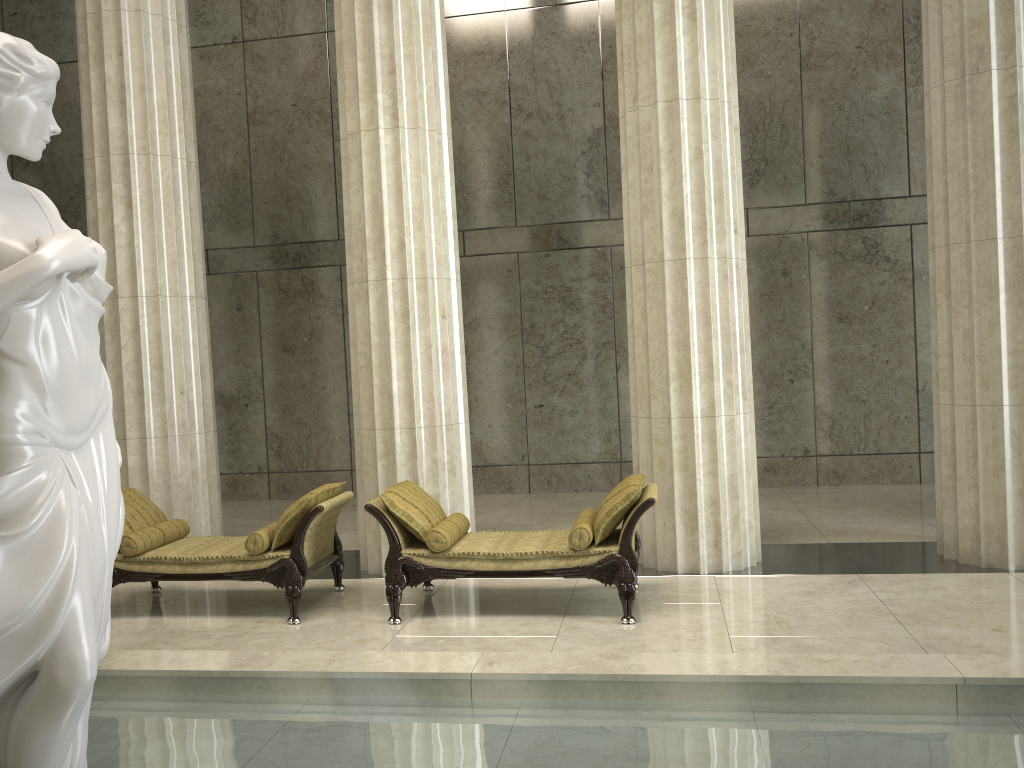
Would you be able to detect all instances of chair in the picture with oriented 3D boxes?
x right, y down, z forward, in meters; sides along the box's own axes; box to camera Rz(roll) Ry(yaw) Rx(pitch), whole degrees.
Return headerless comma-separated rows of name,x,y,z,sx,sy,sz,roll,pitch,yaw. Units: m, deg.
chair,0.032,1.221,6.774,2.172,0.950,0.993,-3,2,10
chair,-2.399,1.333,7.184,2.172,0.950,0.993,-3,2,10

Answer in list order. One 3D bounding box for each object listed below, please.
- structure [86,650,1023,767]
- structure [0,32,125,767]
structure,-1.589,1.812,3.112,11.573,0.508,3.754,-3,2,10
structure,-1.641,0.361,3.042,0.729,3.044,0.940,-3,2,4
